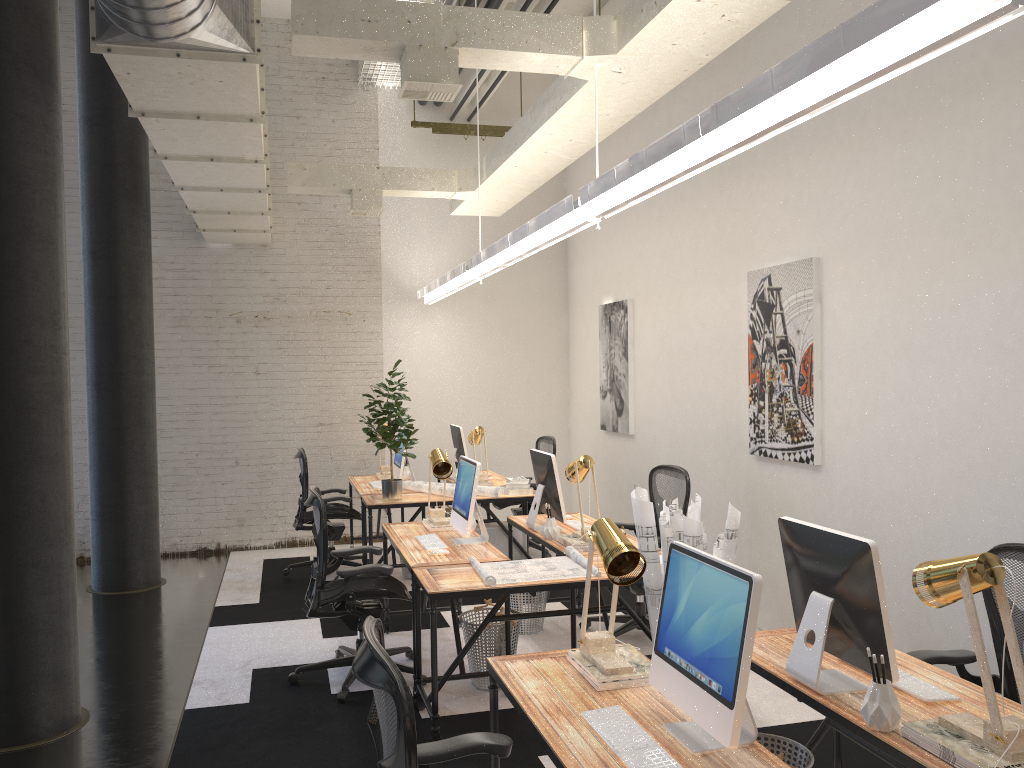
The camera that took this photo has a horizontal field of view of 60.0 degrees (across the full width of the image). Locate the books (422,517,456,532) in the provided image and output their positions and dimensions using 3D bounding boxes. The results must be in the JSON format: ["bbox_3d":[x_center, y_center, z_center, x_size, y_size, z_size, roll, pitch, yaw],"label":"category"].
[{"bbox_3d":[-0.441,0.894,5.669,0.225,0.038,0.308,-1,1,-14],"label":"books"}]

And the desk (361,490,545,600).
[{"bbox_3d":[-0.462,1.239,7.000,1.400,0.725,0.529,-1,1,-15],"label":"desk"}]

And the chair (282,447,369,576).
[{"bbox_3d":[-1.570,1.073,7.617,0.792,1.086,0.770,-2,1,-31],"label":"chair"}]

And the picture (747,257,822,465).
[{"bbox_3d":[1.649,-0.131,5.410,0.049,1.183,0.731,-1,1,-15],"label":"picture"}]

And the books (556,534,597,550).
[{"bbox_3d":[0.399,0.888,5.010,0.225,0.038,0.308,-1,1,-14],"label":"books"}]

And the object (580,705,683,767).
[{"bbox_3d":[0.306,0.933,2.323,0.118,0.018,0.439,-1,1,-15],"label":"object"}]

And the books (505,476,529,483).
[{"bbox_3d":[0.036,0.764,7.083,0.153,0.030,0.185,-1,1,-17],"label":"books"}]

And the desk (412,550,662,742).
[{"bbox_3d":[0.235,1.280,4.411,1.400,0.725,0.529,-1,1,-15],"label":"desk"}]

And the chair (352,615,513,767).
[{"bbox_3d":[-0.102,1.135,2.235,0.792,1.086,0.770,-2,1,-31],"label":"chair"}]

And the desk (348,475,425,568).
[{"bbox_3d":[-1.123,1.240,7.836,0.529,0.725,1.400,-1,1,-15],"label":"desk"}]

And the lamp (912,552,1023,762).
[{"bbox_3d":[1.179,0.656,2.266,0.127,0.470,0.344,-1,1,-14],"label":"lamp"}]

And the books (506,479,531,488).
[{"bbox_3d":[0.051,0.795,7.087,0.193,0.044,0.257,-1,1,3],"label":"books"}]

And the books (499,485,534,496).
[{"bbox_3d":[0.034,0.843,7.068,0.200,0.050,0.271,-1,1,-17],"label":"books"}]

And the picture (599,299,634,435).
[{"bbox_3d":[0.949,-0.152,8.105,0.049,1.183,0.731,-1,1,-15],"label":"picture"}]

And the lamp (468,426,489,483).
[{"bbox_3d":[-0.288,0.595,7.648,0.126,0.470,0.344,-1,1,-14],"label":"lamp"}]

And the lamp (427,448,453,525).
[{"bbox_3d":[-0.459,0.644,5.606,0.127,0.470,0.344,-1,1,-14],"label":"lamp"}]

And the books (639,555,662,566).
[{"bbox_3d":[0.705,0.900,4.550,0.243,0.019,0.205,-1,1,23],"label":"books"}]

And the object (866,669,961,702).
[{"bbox_3d":[1.195,0.912,2.771,0.118,0.018,0.439,-1,1,-15],"label":"object"}]

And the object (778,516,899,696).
[{"bbox_3d":[0.969,0.683,2.734,0.189,0.485,0.483,-1,1,-15],"label":"object"}]

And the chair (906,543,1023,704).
[{"bbox_3d":[1.609,1.098,2.870,0.792,1.086,0.770,-2,1,-31],"label":"chair"}]

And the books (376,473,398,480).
[{"bbox_3d":[-1.139,0.853,8.258,0.225,0.038,0.308,-1,1,-14],"label":"books"}]

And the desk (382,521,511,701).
[{"bbox_3d":[-0.425,1.281,5.247,0.529,0.725,1.400,-1,1,-15],"label":"desk"}]

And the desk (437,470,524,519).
[{"bbox_3d":[-0.301,1.223,8.042,0.529,0.725,1.400,-1,1,-15],"label":"desk"}]

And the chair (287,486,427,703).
[{"bbox_3d":[-0.873,1.114,5.027,0.792,1.086,0.770,-2,1,-31],"label":"chair"}]

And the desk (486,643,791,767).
[{"bbox_3d":[0.346,1.302,2.454,0.529,0.725,1.400,-1,1,-15],"label":"desk"}]

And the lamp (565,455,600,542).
[{"bbox_3d":[0.408,0.636,5.058,0.127,0.470,0.344,-1,1,-14],"label":"lamp"}]

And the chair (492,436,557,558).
[{"bbox_3d":[0.140,1.036,8.251,0.792,1.086,0.770,-2,1,-31],"label":"chair"}]

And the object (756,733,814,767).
[{"bbox_3d":[0.860,1.431,3.061,0.353,0.435,0.358,-1,1,-18],"label":"object"}]

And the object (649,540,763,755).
[{"bbox_3d":[0.523,0.696,2.348,0.189,0.485,0.483,-1,1,-15],"label":"object"}]

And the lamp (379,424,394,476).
[{"bbox_3d":[-1.158,0.603,8.195,0.126,0.470,0.344,-1,1,-15],"label":"lamp"}]

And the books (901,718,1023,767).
[{"bbox_3d":[1.170,0.908,2.217,0.225,0.038,0.308,-1,1,-14],"label":"books"}]

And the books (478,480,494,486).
[{"bbox_3d":[-0.299,0.846,7.599,0.225,0.038,0.308,-1,1,-14],"label":"books"}]

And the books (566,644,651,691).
[{"bbox_3d":[0.330,0.915,2.876,0.225,0.038,0.308,-1,1,-14],"label":"books"}]

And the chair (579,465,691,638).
[{"bbox_3d":[0.838,1.077,5.662,0.792,1.086,0.770,-2,1,-31],"label":"chair"}]

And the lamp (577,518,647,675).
[{"bbox_3d":[0.311,0.665,2.814,0.126,0.470,0.344,-1,1,-14],"label":"lamp"}]

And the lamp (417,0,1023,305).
[{"bbox_3d":[0.059,-2.147,5.220,0.226,2.865,7.300,-1,1,-15],"label":"lamp"}]

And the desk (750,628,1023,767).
[{"bbox_3d":[1.167,1.285,2.660,0.529,0.725,1.400,-1,1,-15],"label":"desk"}]

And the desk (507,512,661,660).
[{"bbox_3d":[0.396,1.264,5.453,0.529,0.725,1.400,-1,1,-15],"label":"desk"}]
